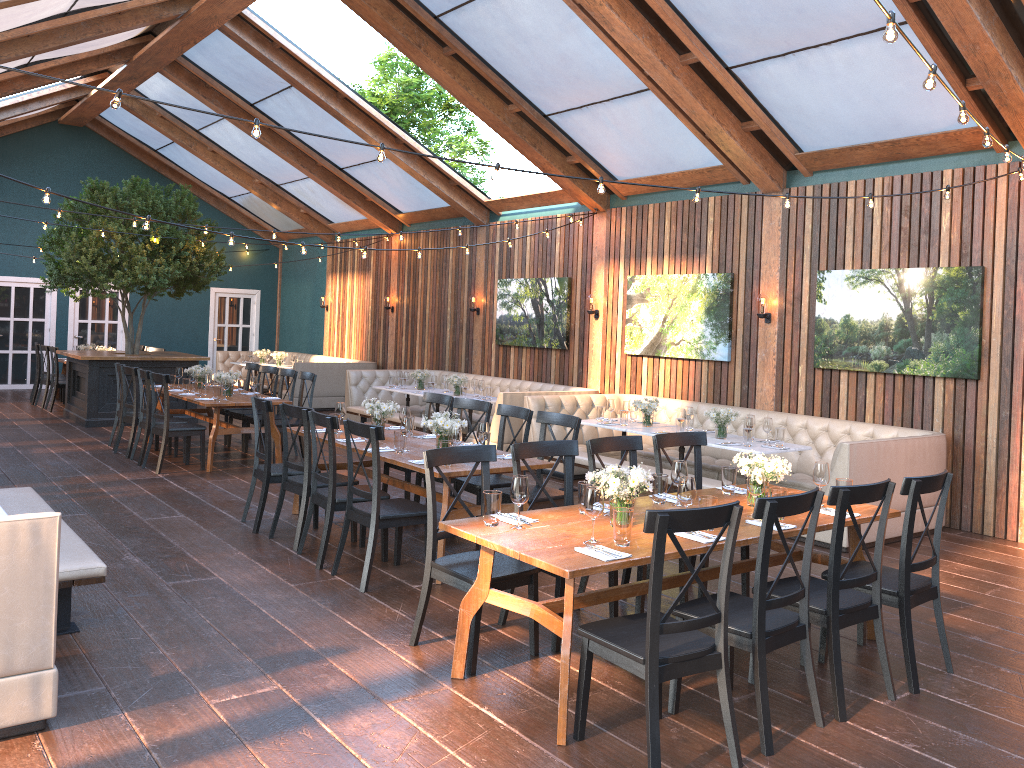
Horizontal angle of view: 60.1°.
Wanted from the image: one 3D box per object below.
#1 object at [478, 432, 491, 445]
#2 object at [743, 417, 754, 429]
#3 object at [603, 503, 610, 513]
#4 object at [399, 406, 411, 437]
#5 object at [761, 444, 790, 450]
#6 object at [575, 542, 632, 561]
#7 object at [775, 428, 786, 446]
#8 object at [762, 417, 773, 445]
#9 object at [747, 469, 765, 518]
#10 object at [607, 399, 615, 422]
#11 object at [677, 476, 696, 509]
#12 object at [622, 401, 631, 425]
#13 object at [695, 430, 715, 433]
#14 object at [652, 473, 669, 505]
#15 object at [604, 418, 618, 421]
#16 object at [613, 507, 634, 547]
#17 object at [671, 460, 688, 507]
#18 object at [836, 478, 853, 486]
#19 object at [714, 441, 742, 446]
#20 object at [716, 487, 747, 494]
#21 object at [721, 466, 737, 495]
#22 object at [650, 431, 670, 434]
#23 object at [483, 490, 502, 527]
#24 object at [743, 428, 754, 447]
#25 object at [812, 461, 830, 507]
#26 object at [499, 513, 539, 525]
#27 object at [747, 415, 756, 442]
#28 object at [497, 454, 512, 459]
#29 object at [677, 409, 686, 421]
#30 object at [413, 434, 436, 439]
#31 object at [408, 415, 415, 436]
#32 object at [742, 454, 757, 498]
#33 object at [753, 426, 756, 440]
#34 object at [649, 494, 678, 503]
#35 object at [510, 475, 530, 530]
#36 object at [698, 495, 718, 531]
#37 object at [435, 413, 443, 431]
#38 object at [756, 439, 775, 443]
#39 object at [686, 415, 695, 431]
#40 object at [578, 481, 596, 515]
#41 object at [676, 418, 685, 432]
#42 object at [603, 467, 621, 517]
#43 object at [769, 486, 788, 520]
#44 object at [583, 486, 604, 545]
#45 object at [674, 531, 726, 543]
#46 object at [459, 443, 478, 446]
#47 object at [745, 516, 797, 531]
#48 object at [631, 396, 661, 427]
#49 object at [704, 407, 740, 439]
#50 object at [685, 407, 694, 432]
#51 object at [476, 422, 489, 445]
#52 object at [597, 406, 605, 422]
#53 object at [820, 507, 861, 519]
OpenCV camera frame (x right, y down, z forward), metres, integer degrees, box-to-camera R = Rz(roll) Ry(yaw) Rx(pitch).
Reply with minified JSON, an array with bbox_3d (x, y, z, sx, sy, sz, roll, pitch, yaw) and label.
[{"bbox_3d":[-0.202,0.430,6.388,0.092,0.158,0.092,2,1,-11],"label":"object"},{"bbox_3d":[2.126,0.426,7.955,0.092,0.244,0.092,2,1,5],"label":"object"},{"bbox_3d":[0.491,0.647,4.655,0.157,0.019,0.256,-1,5,-37],"label":"object"},{"bbox_3d":[-0.869,0.307,7.171,0.092,0.244,0.092,2,1,5],"label":"object"},{"bbox_3d":[2.318,0.553,7.852,0.157,0.019,0.256,-1,5,-37],"label":"object"},{"bbox_3d":[0.371,0.705,3.752,0.157,0.019,0.256,-1,5,-37],"label":"object"},{"bbox_3d":[2.419,0.478,7.987,0.092,0.158,0.092,3,1,39],"label":"object"},{"bbox_3d":[2.315,0.429,8.018,0.092,0.244,0.092,2,1,5],"label":"object"},{"bbox_3d":[1.264,0.568,4.596,0.092,0.244,0.092,2,1,5],"label":"object"},{"bbox_3d":[1.052,0.283,9.414,0.092,0.244,0.092,2,1,11],"label":"object"},{"bbox_3d":[0.844,0.574,4.279,0.092,0.244,0.092,2,1,5],"label":"object"},{"bbox_3d":[1.187,0.303,9.213,0.092,0.244,0.092,2,1,11],"label":"object"},{"bbox_3d":[1.929,0.470,8.840,0.255,0.019,0.158,-1,5,-37],"label":"object"},{"bbox_3d":[0.809,0.576,4.850,0.092,0.158,0.092,2,1,-11],"label":"object"},{"bbox_3d":[1.041,0.384,9.580,0.157,0.019,0.256,-1,5,-37],"label":"object"},{"bbox_3d":[0.487,0.630,3.892,0.092,0.158,0.092,2,1,-11],"label":"object"},{"bbox_3d":[0.907,0.540,4.807,0.092,0.244,0.092,2,1,5],"label":"object"},{"bbox_3d":[1.849,0.611,4.930,0.092,0.158,0.092,2,1,-11],"label":"object"},{"bbox_3d":[1.956,0.533,7.949,0.255,0.019,0.158,-1,5,-37],"label":"object"},{"bbox_3d":[1.368,0.635,5.319,0.157,0.019,0.256,-1,5,-37],"label":"object"},{"bbox_3d":[1.275,0.569,5.207,0.092,0.158,0.092,2,1,-11],"label":"object"},{"bbox_3d":[1.475,0.470,8.583,0.255,0.019,0.158,-1,5,-37],"label":"object"},{"bbox_3d":[-0.094,0.588,4.174,0.092,0.158,0.092,2,1,-11],"label":"object"},{"bbox_3d":[2.093,0.475,7.851,0.092,0.158,0.092,3,1,39],"label":"object"},{"bbox_3d":[1.729,0.561,4.954,0.092,0.244,0.092,2,1,5],"label":"object"},{"bbox_3d":[0.025,0.654,4.299,0.157,0.019,0.256,-1,5,-37],"label":"object"},{"bbox_3d":[2.218,0.410,8.232,0.092,0.244,0.092,2,1,5],"label":"object"},{"bbox_3d":[-0.047,0.513,6.291,0.255,0.019,0.158,-1,5,-37],"label":"object"},{"bbox_3d":[1.645,0.363,8.590,0.092,0.244,0.092,2,1,5],"label":"object"},{"bbox_3d":[-0.703,0.424,7.198,0.255,0.019,0.158,-1,5,-37],"label":"object"},{"bbox_3d":[-0.850,0.342,7.291,0.092,0.158,0.092,2,1,-11],"label":"object"},{"bbox_3d":[1.385,0.534,5.155,0.092,0.244,0.092,2,1,5],"label":"object"},{"bbox_3d":[2.247,0.447,8.337,0.092,0.158,0.092,3,1,39],"label":"object"},{"bbox_3d":[0.911,0.641,4.975,0.157,0.019,0.256,-1,5,-37],"label":"object"},{"bbox_3d":[0.034,0.553,4.134,0.092,0.244,0.092,2,1,5],"label":"object"},{"bbox_3d":[0.941,0.622,4.261,0.092,0.158,0.092,2,1,-11],"label":"object"},{"bbox_3d":[-0.546,0.347,6.771,0.092,0.244,0.092,2,1,5],"label":"object"},{"bbox_3d":[2.379,0.529,8.240,0.255,0.019,0.158,-1,5,-37],"label":"object"},{"bbox_3d":[1.796,0.388,8.937,0.092,0.158,0.092,3,1,39],"label":"object"},{"bbox_3d":[0.379,0.582,4.518,0.092,0.158,0.092,2,1,-11],"label":"object"},{"bbox_3d":[1.612,0.412,8.486,0.092,0.158,0.092,3,1,39],"label":"object"},{"bbox_3d":[0.505,0.547,4.487,0.092,0.244,0.092,2,1,5],"label":"object"},{"bbox_3d":[1.376,0.617,4.574,0.092,0.158,0.092,2,1,-11],"label":"object"},{"bbox_3d":[0.361,0.580,3.918,0.092,0.244,0.092,2,1,5],"label":"object"},{"bbox_3d":[0.857,0.698,4.120,0.157,0.019,0.256,-1,5,-37],"label":"object"},{"bbox_3d":[-0.374,0.466,6.787,0.255,0.019,0.158,-1,5,-37],"label":"object"},{"bbox_3d":[1.278,0.693,4.430,0.157,0.019,0.256,-1,5,-37],"label":"object"},{"bbox_3d":[1.392,0.285,9.115,0.329,0.309,0.337,2,2,-15],"label":"object"},{"bbox_3d":[1.980,0.360,8.366,0.336,0.309,0.329,3,2,27],"label":"object"},{"bbox_3d":[1.767,0.351,8.832,0.092,0.244,0.092,2,1,5],"label":"object"},{"bbox_3d":[-0.209,0.394,6.280,0.092,0.244,0.092,2,1,5],"label":"object"},{"bbox_3d":[0.946,0.320,9.445,0.092,0.158,0.092,3,1,39],"label":"object"},{"bbox_3d":[1.734,0.687,4.779,0.157,0.019,0.256,-1,5,-37],"label":"object"}]
